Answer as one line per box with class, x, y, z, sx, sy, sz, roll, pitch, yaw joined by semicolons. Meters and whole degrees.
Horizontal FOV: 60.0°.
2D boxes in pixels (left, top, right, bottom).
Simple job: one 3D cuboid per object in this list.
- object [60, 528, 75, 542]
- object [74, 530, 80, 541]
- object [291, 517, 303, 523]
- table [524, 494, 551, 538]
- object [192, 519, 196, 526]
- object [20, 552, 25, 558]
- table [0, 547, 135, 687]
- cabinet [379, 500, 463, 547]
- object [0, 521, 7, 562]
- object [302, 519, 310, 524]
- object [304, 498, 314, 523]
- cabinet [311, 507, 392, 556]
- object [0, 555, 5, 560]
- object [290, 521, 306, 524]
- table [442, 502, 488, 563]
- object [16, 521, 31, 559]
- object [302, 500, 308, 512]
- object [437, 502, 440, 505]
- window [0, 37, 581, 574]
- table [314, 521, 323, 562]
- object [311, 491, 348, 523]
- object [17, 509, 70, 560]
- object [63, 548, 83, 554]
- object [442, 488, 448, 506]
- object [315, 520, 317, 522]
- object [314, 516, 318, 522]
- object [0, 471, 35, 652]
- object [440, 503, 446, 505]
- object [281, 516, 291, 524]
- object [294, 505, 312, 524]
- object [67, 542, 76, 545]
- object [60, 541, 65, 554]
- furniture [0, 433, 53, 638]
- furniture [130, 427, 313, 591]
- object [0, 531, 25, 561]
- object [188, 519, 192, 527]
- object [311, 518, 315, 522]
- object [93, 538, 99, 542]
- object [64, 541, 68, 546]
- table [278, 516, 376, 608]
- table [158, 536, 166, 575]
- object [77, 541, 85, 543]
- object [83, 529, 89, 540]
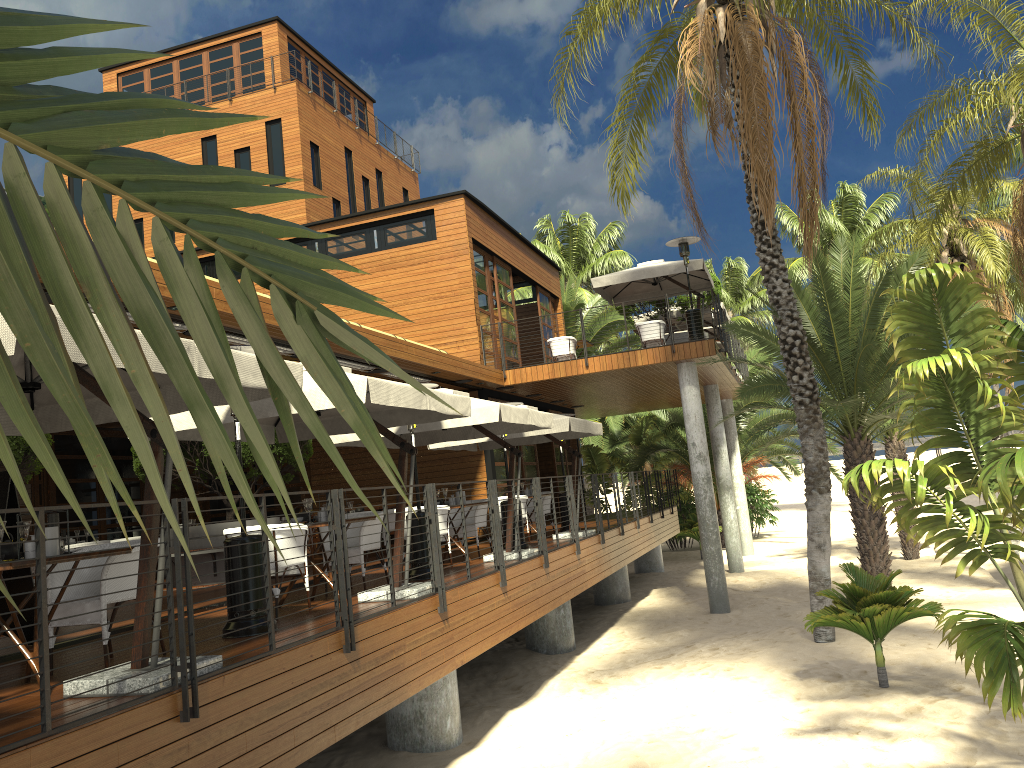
object;-6.608;2.282;13.131;0.263;0.264;0.263;-11;-9;34
object;-6.591;2.335;13.447;0.082;0.227;0.082;-10;-9;28
object;-2.006;1.282;8.279;0.116;0.065;0.116;-8;-7;15
table;0.189;2.258;14.804;0.931;0.751;0.930;-8;-8;17
object;-5.823;2.594;16.235;0.082;0.227;0.082;-1;-10;-35
object;-2.979;1.053;5.454;0.080;0.042;0.080;-7;-7;8
table;-2.886;1.409;5.167;0.931;0.751;0.930;-8;-8;17
cabinet;-1.741;2.767;17.543;1.609;0.840;0.556;-8;-8;17
object;-2.894;0.890;4.999;0.082;0.227;0.082;-9;-8;18
object;-1.910;1.280;8.250;0.080;0.042;0.080;-3;-8;-22
object;-1.872;1.173;8.202;0.082;0.227;0.082;-9;-8;18
cabinet;-3.277;2.993;18.009;1.609;0.840;0.556;-8;-8;17
object;-2.932;0.998;5.047;0.080;0.042;0.080;-7;-7;8
object;-2.006;1.282;8.113;0.294;0.025;0.170;-8;-7;17
table;-0.838;1.975;11.586;0.931;0.751;0.930;-8;-8;17
object;-3.040;0.972;5.529;0.082;0.227;0.082;-9;-8;18
object;-2.018;1.254;8.732;0.082;0.227;0.082;-7;-8;6
object;-0.987;1.564;11.472;0.116;0.065;0.116;-8;-7;15
window;-5.841;-5.094;20.751;14.491;18.009;38.314;-5;-7;-6
table;-2.942;2.673;15.387;1.164;0.751;1.164;-9;-8;22
object;-1.732;1.169;8.417;0.263;0.264;0.263;-2;-8;-28
object;-2.754;0.887;5.214;0.263;0.264;0.263;-2;-8;-28
object;-2.882;1.067;5.588;0.294;0.025;0.170;-8;-7;17
object;-0.853;1.454;11.395;0.082;0.227;0.082;-9;-8;18
object;-1.861;1.350;8.791;0.294;0.025;0.170;-8;-7;17
object;-1.865;1.310;8.631;0.116;0.065;0.116;-8;-7;15
object;-4.023;1.371;6.499;0.768;1.400;0.769;-6;-8;1
object;-0.891;1.561;11.443;0.080;0.042;0.080;-3;-8;-22
object;-2.117;1.285;8.296;0.086;0.086;0.086;-9;-8;21
object;-2.012;1.252;8.500;0.163;0.179;0.167;-9;-8;19
object;-6.448;2.347;12.978;0.116;0.065;0.115;-2;-8;-29
object;-2.778;1.004;5.418;0.086;0.086;0.086;-9;-8;21
furniture;-5.987;1.194;8.617;2.570;2.730;2.711;-4;-8;-18
furniture;-4.353;1.617;13.509;2.615;2.730;2.688;-7;-8;7
object;-3.033;0.969;5.294;0.168;0.179;0.162;-8;-8;15
object;-5.743;2.534;15.822;0.082;0.227;0.082;-2;-9;-30
object;-1.957;1.335;8.657;0.080;0.042;0.080;-3;-8;-22
object;-6.223;2.346;13.260;0.086;0.086;0.086;-6;-8;-5
object;-6.493;2.326;12.860;0.086;0.086;0.086;-5;-8;-10
table;-1.862;1.692;8.377;0.931;0.751;0.930;-8;-8;17
table;-5.957;3.071;15.943;1.165;0.751;1.164;-9;-8;19
object;-6.438;2.378;13.244;0.116;0.065;0.116;-12;-9;37
object;-6.308;2.268;13.154;0.082;0.227;0.082;-12;-10;35
